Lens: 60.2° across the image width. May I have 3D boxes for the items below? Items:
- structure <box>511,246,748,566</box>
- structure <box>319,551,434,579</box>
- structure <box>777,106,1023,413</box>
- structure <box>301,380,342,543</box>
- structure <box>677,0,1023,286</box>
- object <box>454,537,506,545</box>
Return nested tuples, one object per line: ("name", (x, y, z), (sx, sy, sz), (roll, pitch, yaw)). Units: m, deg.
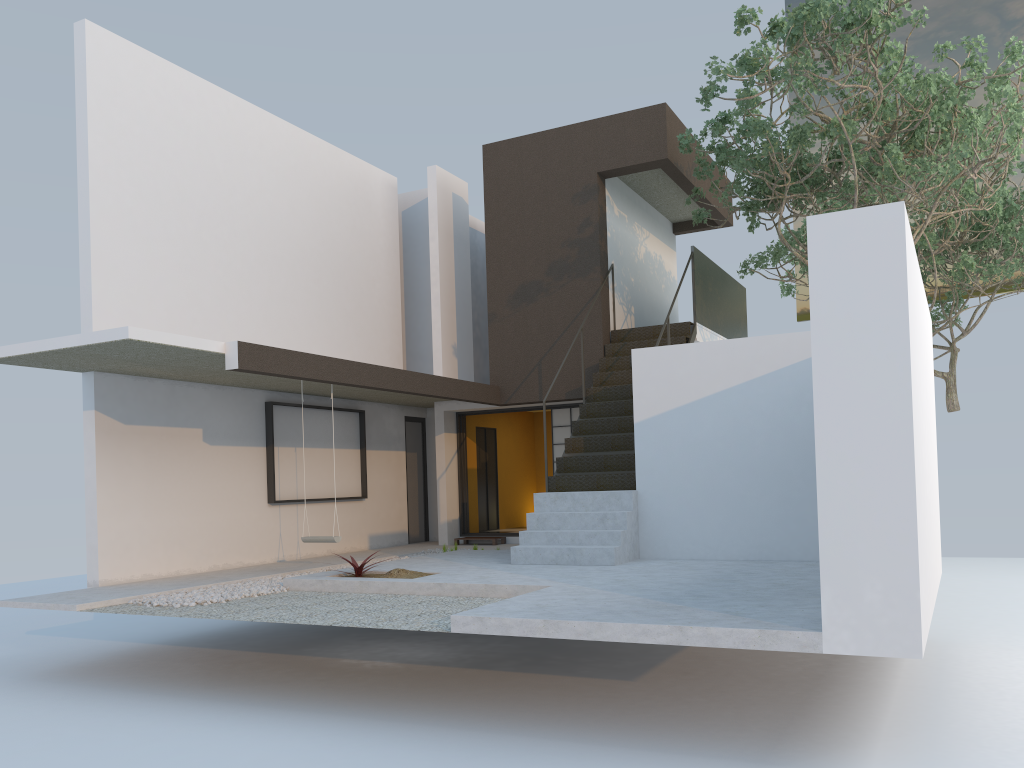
("structure", (1.934, 0.154, 11.953), (1.160, 3.935, 6.564), (-3, -5, 27))
("structure", (-1.316, 1.802, 8.639), (1.206, 0.291, 0.748), (-5, -6, 27))
("structure", (7.677, -1.842, 15.837), (5.511, 4.691, 7.331), (-2, -5, 7))
("structure", (-2.135, 0.820, 9.761), (0.463, 1.863, 0.129), (-3, -1, 27))
("structure", (4.152, -2.227, 10.242), (4.336, 3.691, 5.768), (-2, -5, 7))
("object", (-0.479, 2.370, 13.314), (0.705, 0.100, 0.351), (-5, -7, 27))
